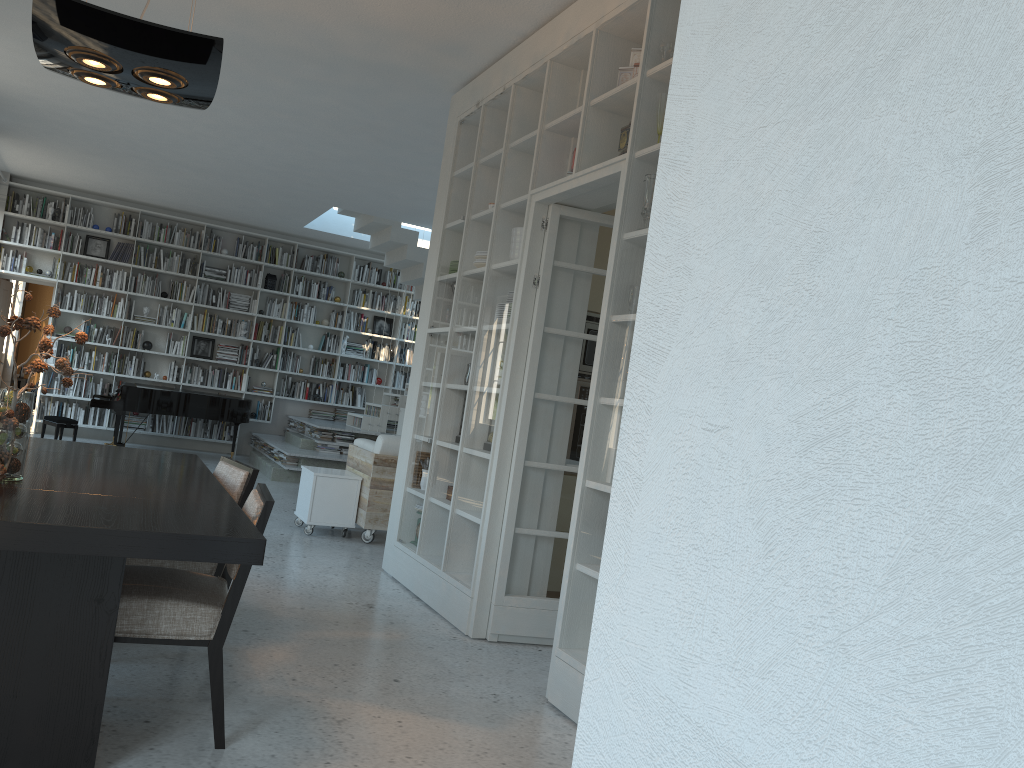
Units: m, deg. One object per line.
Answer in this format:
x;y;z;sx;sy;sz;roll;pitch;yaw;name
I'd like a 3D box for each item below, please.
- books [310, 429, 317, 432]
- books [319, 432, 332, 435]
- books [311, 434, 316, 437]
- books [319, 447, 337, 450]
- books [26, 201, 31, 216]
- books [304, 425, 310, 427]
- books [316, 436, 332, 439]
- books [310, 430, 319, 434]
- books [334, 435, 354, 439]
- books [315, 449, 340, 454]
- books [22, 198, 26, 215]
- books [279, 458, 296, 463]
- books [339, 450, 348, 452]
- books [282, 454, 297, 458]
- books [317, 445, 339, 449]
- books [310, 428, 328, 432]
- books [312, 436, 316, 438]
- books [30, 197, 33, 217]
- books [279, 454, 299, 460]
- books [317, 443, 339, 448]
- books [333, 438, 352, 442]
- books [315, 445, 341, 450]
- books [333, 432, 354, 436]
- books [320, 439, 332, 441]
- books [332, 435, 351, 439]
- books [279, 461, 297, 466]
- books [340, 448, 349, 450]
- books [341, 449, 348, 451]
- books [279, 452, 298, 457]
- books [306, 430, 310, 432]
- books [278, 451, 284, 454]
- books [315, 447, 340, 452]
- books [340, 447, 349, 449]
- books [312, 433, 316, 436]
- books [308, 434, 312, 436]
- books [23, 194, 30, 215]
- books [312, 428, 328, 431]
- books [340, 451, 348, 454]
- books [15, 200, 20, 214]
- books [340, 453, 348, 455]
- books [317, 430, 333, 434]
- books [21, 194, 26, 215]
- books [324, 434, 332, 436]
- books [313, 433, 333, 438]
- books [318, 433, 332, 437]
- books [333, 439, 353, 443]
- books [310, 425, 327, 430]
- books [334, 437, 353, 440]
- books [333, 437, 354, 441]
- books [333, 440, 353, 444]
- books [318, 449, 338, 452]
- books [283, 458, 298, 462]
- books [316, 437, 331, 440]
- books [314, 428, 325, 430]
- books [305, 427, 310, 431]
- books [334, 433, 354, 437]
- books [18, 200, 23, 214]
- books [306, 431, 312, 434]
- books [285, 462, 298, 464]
-2.488;0.608;11.420;0.187;0.009;0.250;9;-2;-24;books
-2.355;0.620;11.176;0.132;0.009;0.269;9;-2;-20;books
-2.489;0.672;11.422;0.154;0.007;0.292;9;-2;-21;books
-2.280;0.797;10.972;0.210;0.012;0.168;9;-2;-20;books
-6.232;-2.247;11.436;0.030;0.206;0.175;9;-1;-24;books
-2.618;0.563;11.695;0.192;0.014;0.256;9;-2;-28;books
-2.369;0.673;11.173;0.152;0.015;0.208;9;-2;-27;books
-2.486;0.626;11.422;0.177;0.026;0.230;9;-2;-24;books
-2.116;0.661;11.155;0.230;0.015;0.190;9;-2;-19;books
-2.280;0.833;10.959;0.262;0.023;0.200;9;-2;-26;books
-6.287;-2.266;11.431;0.024;0.227;0.157;9;-1;-24;books
-2.632;0.898;10.404;0.187;0.017;0.205;9;-2;-19;books
-2.028;0.846;11.095;0.273;0.012;0.158;9;-2;-26;books
-2.612;0.839;10.410;0.165;0.015;0.243;9;-2;-20;books
-2.284;0.773;10.987;0.257;0.010;0.132;9;-2;-20;books
-2.484;0.592;11.421;0.168;0.013;0.281;9;-2;-27;books
-2.488;0.685;11.424;0.142;0.020;0.230;9;-2;-19;books
-6.195;-2.270;11.445;0.057;0.262;0.190;9;-1;-24;books
-2.615;0.860;10.410;0.157;0.027;0.287;9;-2;-29;books
-2.275;0.756;10.975;0.234;0.025;0.157;9;-2;-29;books
-2.136;0.707;11.183;0.208;0.012;0.131;9;-2;-28;books
-2.280;0.785;10.976;0.292;0.012;0.159;9;-2;-21;books
-2.119;0.631;11.171;0.228;0.009;0.159;9;-2;-28;books
-2.364;0.699;11.176;0.144;0.009;0.249;9;-2;-24;books
-2.126;0.673;11.174;0.260;0.009;0.153;9;-2;-21;books
-2.631;0.931;10.406;0.184;0.017;0.230;9;-2;-22;books
-2.027;0.819;11.100;0.242;0.005;0.152;9;-2;-23;books
-2.031;0.831;11.105;0.211;0.018;0.134;9;-2;-21;books
-2.616;0.825;10.408;0.176;0.010;0.266;9;-2;-28;books
-2.619;0.624;11.697;0.178;0.015;0.187;9;-2;-19;books
-2.621;0.812;10.405;0.192;0.014;0.256;9;-2;-28;books
-2.285;0.811;10.977;0.285;0.008;0.159;9;-2;-26;books
-2.026;0.810;11.102;0.220;0.013;0.148;9;-2;-25;books
-2.482;0.655;11.425;0.155;0.028;0.189;9;-2;-23;books
-2.609;0.679;11.704;0.132;0.016;0.262;9;-2;-19;books
-6.256;-2.290;11.433;0.028;0.283;0.189;9;-1;-24;books
-2.481;0.583;11.422;0.171;0.007;0.260;9;-2;-26;books
-2.026;0.862;11.085;0.232;0.019;0.169;9;-2;-29;books
-6.343;-2.255;11.388;0.028;0.186;0.182;9;-1;-24;books
-2.035;0.878;11.098;0.208;0.015;0.152;9;-2;-26;books
-2.357;0.609;11.175;0.149;0.014;0.228;9;-2;-26;books
-6.295;-2.295;11.417;0.010;0.281;0.160;9;-1;-24;books
-2.333;0.634;11.187;0.091;0.011;0.190;9;-2;-26;books
-2.378;0.651;11.168;0.185;0.014;0.297;9;-2;-25;books
-2.354;0.642;11.178;0.137;0.012;0.242;9;-2;-23;books
-2.135;0.719;11.178;0.227;0.013;0.148;9;-2;-26;books
-2.491;0.559;11.416;0.189;0.022;0.237;9;-2;-19;books
-2.127;0.683;11.172;0.210;0.012;0.168;9;-2;-23;books
-2.124;0.696;11.162;0.215;0.013;0.189;9;-2;-25;books
-2.131;0.733;11.165;0.216;0.015;0.177;9;-2;-26;books
-2.286;0.818;10.977;0.264;0.006;0.164;9;-2;-23;books
-2.600;0.885;10.418;0.137;0.019;0.224;9;-2;-23;books
-2.376;0.686;11.170;0.161;0.014;0.212;9;-2;-20;books
-2.480;0.575;11.422;0.170;0.008;0.208;9;-2;-21;books
-2.612;0.603;11.699;0.174;0.029;0.250;9;-2;-26;books
-2.124;0.644;11.179;0.221;0.018;0.154;9;-2;-23;books
-6.326;-2.256;11.422;0.031;0.195;0.145;9;-1;-24;books
-2.612;0.645;11.701;0.167;0.024;0.192;9;-2;-23;books
-2.601;0.919;10.419;0.132;0.014;0.205;9;-2;-24;books
